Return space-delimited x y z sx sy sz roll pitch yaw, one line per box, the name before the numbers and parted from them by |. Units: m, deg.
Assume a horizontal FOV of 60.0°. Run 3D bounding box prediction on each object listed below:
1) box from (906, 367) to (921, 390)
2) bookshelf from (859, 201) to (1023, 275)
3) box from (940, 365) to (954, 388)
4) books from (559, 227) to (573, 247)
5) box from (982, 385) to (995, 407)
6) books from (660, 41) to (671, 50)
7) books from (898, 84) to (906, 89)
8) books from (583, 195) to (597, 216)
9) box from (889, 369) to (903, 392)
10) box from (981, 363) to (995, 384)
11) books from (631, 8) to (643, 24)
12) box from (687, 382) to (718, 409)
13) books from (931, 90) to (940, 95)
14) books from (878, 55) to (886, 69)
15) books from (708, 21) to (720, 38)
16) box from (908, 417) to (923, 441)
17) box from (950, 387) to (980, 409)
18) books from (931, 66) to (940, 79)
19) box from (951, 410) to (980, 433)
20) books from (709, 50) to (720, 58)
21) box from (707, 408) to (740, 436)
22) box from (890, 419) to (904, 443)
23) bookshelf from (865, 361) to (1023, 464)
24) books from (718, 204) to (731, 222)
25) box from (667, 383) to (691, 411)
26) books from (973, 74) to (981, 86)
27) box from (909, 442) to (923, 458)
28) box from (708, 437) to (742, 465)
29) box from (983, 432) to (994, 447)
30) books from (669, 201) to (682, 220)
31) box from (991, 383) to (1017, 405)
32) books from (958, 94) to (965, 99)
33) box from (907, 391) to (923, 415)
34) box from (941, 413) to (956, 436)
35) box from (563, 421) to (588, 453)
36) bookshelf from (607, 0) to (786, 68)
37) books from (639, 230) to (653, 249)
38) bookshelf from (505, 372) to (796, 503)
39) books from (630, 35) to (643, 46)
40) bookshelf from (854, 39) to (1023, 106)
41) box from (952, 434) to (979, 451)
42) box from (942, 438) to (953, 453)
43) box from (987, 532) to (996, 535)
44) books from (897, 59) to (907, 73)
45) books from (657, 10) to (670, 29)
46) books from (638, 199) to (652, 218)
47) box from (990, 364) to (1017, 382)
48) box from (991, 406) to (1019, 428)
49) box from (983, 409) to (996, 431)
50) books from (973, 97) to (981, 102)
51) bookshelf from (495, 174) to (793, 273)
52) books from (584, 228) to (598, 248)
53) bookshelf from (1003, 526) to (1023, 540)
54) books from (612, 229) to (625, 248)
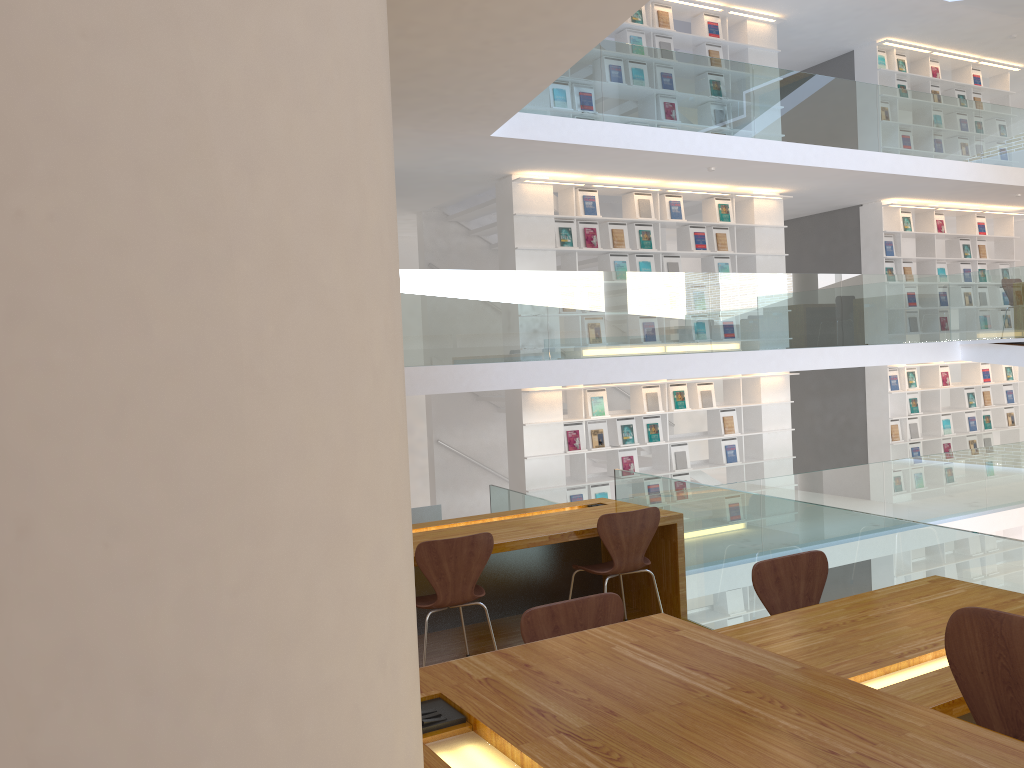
box | 5.228 -0.070 11.777 0.245 0.296 0.274 -3 2 -29
bookshelf | 6.005 -1.506 12.129 2.984 1.836 0.498 -3 2 -29
box | 5.820 -0.107 12.105 0.245 0.296 0.274 -3 2 -29
books | 0.546 -1.480 8.971 0.145 0.210 0.037 -3 2 -29
box | 6.638 0.173 12.564 0.245 0.296 0.274 -3 2 -29
books | 1.667 -3.592 9.588 0.145 0.210 0.037 -3 2 -29
books | 5.102 -3.802 11.578 0.145 0.210 0.037 -3 2 -29
books | 0.801 -1.830 9.108 0.145 0.210 0.037 -3 2 -29
box | 4.903 -0.048 11.595 0.245 0.296 0.274 -3 2 -29
box | 6.623 -0.154 12.555 0.245 0.296 0.274 -3 2 -29
books | 1.322 -3.895 9.399 0.145 0.210 0.037 -3 2 -29
box | -0.792 2.045 8.340 7.125 3.764 0.498 -3 2 -29
books | 5.699 -3.836 11.912 0.145 0.210 0.037 -3 2 -29
books | 4.739 -4.117 11.378 0.145 0.210 0.037 -3 2 -29
books | 2.257 -3.945 9.920 0.145 0.210 0.037 -3 2 -29
box | 5.259 0.586 11.795 0.245 0.296 0.274 -3 2 -29
box | 6.322 0.193 12.388 0.245 0.296 0.274 -3 2 -29
books | 5.689 -4.155 11.909 0.145 0.210 0.037 -3 2 -29
box | 6.337 0.520 12.397 0.245 0.296 0.274 -3 2 -29
books | 2.271 -3.630 9.929 0.145 0.210 0.037 -3 2 -29
box | 2.419 0.432 10.137 0.245 0.296 0.274 -3 2 -29
box | 4.932 0.606 11.612 0.245 0.296 0.274 -3 2 -29
bookshelf | 6.099 0.552 12.185 2.984 1.836 0.498 -3 2 -29
books | 2.395 -1.925 9.998 0.145 0.210 0.037 -3 2 -29
box | 1.787 0.141 9.784 0.245 0.296 0.274 -3 2 -29
books | 6.482 -4.203 12.352 0.145 0.210 0.037 -3 2 -29
box | 5.308 0.912 11.823 0.245 0.296 0.274 -3 2 -29
box | 2.435 0.760 10.147 0.245 0.296 0.274 -3 2 -29
box | 6.676 0.829 12.587 0.245 0.296 0.274 -3 2 -29
books | 1.784 -1.890 9.657 0.145 0.210 0.037 -3 2 -29
box | 7.096 0.145 12.820 0.245 0.296 0.274 -3 2 -29
books | 6.190 -3.870 12.190 0.145 0.210 0.037 -3 2 -29
box | 5.264 0.252 11.797 0.245 0.296 0.274 -3 2 -29
box | 5.868 0.549 12.135 0.245 0.296 0.274 -3 2 -29
box | 0.593 0.542 9.118 0.245 0.296 0.274 -3 2 -29
bookshelf | 1.496 -3.281 9.612 3.666 1.836 0.498 -3 2 -29
books | 1.427 -1.536 9.458 0.145 0.210 0.037 -3 2 -29
bookshelf | 1.658 0.821 9.768 3.666 1.836 0.397 -3 2 -29
books | 1.324 -3.581 9.397 0.145 0.210 0.037 -3 2 -29
bookshelf | 5.912 -3.550 12.074 2.984 1.836 0.498 -3 2 -29
box | 6.364 0.848 12.413 0.245 0.296 0.274 -3 2 -29
box | 5.871 0.878 12.137 0.245 0.296 0.274 -3 2 -29
box | 6.731 2.207 12.620 0.245 0.296 0.274 -3 2 -29
books | 5.089 -4.135 11.574 0.145 0.210 0.037 -3 2 -29
books | 1.640 -3.922 9.576 0.145 0.210 0.037 -3 2 -29
books | 1.418 -1.866 9.452 0.145 0.210 0.037 -3 2 -29
box | 7.081 -0.183 12.811 0.245 0.296 0.274 -3 2 -29
box | 7.123 0.472 12.835 0.245 0.296 0.274 -3 2 -29
box | 6.644 0.502 12.568 0.245 0.296 0.274 -3 2 -29
books | 6.496 -3.889 12.360 0.145 0.210 0.037 -3 2 -29
bookshelf | 1.589 -1.237 9.668 3.666 1.836 0.498 -3 2 -29
books | 0.813 -1.500 9.118 0.145 0.210 0.037 -3 2 -29
bookshelf | 6.192 2.586 12.241 2.984 1.836 0.498 -3 2 -29
books | 1.115 -1.517 9.287 0.145 0.210 0.037 -3 2 -29
